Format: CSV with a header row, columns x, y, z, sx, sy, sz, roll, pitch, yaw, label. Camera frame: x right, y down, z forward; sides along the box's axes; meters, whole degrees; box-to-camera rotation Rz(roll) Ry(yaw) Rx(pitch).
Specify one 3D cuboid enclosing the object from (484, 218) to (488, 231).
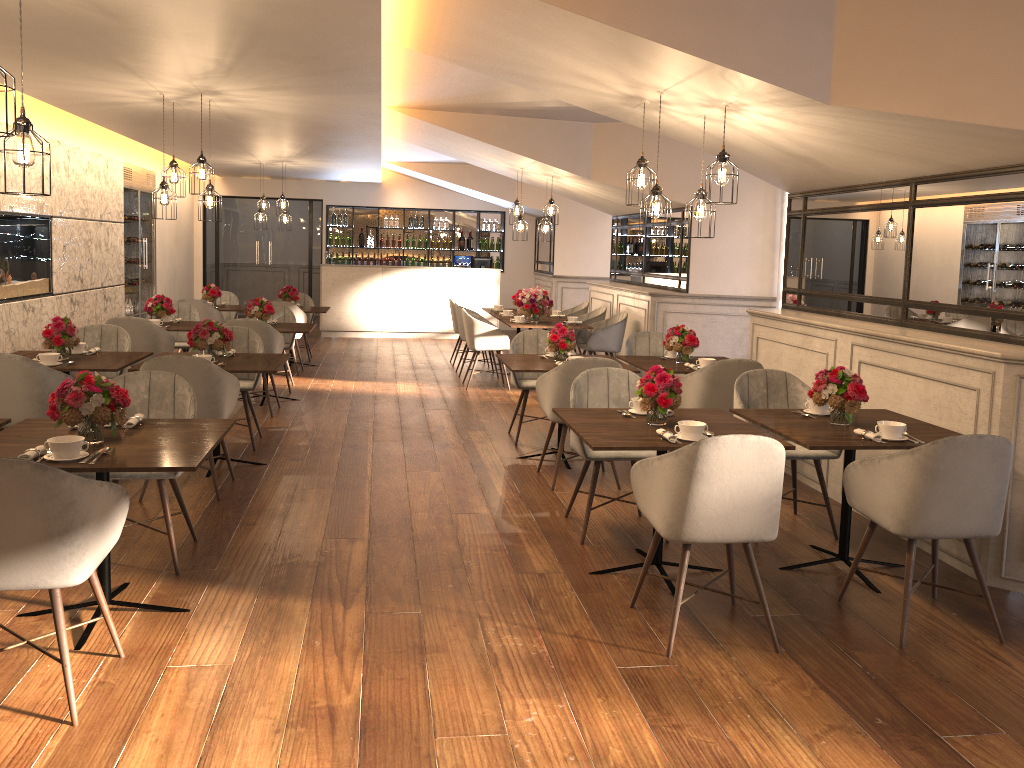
x,y,z,sx,sy,sz,roll,pitch,yaw,label
-0.487,-2.991,16.622,0.070,0.234,0.041,1,6,-9,object

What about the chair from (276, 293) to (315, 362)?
x,y,z,sx,sy,sz,roll,pitch,yaw,label
-2.872,-0.756,11.640,0.565,0.868,0.529,1,6,-8,chair

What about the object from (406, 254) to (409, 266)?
x,y,z,sx,sy,sz,roll,pitch,yaw,label
-1.950,-2.294,16.505,0.065,0.260,0.066,-1,6,-30,object

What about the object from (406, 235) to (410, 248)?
x,y,z,sx,sy,sz,roll,pitch,yaw,label
-1.939,-2.653,16.472,0.065,0.260,0.066,-1,6,-30,object

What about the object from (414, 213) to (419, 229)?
x,y,z,sx,sy,sz,roll,pitch,yaw,label
-1.773,-3.038,16.426,0.075,0.308,0.075,2,6,2,object

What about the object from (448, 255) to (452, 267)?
x,y,z,sx,sy,sz,roll,pitch,yaw,label
-1.162,-2.288,16.623,0.065,0.260,0.066,-1,6,-30,object

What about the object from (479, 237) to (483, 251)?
x,y,z,sx,sy,sz,roll,pitch,yaw,label
-0.577,-2.644,16.674,0.065,0.262,0.066,-1,6,-30,object

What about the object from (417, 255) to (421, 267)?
x,y,z,sx,sy,sz,roll,pitch,yaw,label
-1.731,-2.292,16.538,0.065,0.260,0.066,-1,6,-30,object

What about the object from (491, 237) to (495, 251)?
x,y,z,sx,sy,sz,roll,pitch,yaw,label
-0.358,-2.641,16.707,0.065,0.260,0.066,-1,6,-30,object

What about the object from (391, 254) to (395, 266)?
x,y,z,sx,sy,sz,roll,pitch,yaw,label
-2.208,-2.296,16.467,0.065,0.260,0.066,-1,6,-30,object

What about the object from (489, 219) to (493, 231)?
x,y,z,sx,sy,sz,roll,pitch,yaw,label
-0.387,-2.991,16.636,0.070,0.234,0.041,1,6,-9,object

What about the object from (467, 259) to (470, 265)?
x,y,z,sx,sy,sz,roll,pitch,yaw,label
-0.824,-2.257,16.675,0.065,0.206,0.065,6,7,36,object

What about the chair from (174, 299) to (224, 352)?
x,y,z,sx,sy,sz,roll,pitch,yaw,label
-3.643,-0.559,10.189,0.565,0.868,0.529,1,6,-8,chair

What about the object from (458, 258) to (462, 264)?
x,y,z,sx,sy,sz,roll,pitch,yaw,label
-0.978,-2.258,16.653,0.065,0.206,0.065,6,7,36,object

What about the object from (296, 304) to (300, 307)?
x,y,z,sx,sy,sz,roll,pitch,yaw,label
-2.727,-1.002,11.271,0.056,0.039,0.177,1,9,-8,object

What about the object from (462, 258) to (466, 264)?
x,y,z,sx,sy,sz,roll,pitch,yaw,label
-0.901,-2.258,16.664,0.065,0.206,0.065,6,7,36,object

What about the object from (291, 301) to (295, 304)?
x,y,z,sx,sy,sz,roll,pitch,yaw,label
-2.839,-1.019,11.253,0.148,0.072,0.149,4,8,14,object

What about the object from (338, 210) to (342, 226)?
x,y,z,sx,sy,sz,roll,pitch,yaw,label
-3.154,-3.049,16.221,0.075,0.308,0.075,6,7,34,object

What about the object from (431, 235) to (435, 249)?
x,y,z,sx,sy,sz,roll,pitch,yaw,label
-1.479,-2.649,16.540,0.065,0.260,0.066,-1,6,-30,object

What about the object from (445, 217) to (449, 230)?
x,y,z,sx,sy,sz,roll,pitch,yaw,label
-1.210,-2.997,16.514,0.070,0.234,0.041,1,6,-9,object

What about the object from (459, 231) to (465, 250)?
x,y,z,sx,sy,sz,roll,pitch,yaw,label
-0.932,-2.690,16.594,0.104,0.357,0.104,7,8,43,object

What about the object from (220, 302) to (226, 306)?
x,y,z,sx,sy,sz,roll,pitch,yaw,label
-3.636,-1.008,11.136,0.056,0.039,0.177,1,9,-8,object

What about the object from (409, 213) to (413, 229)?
x,y,z,sx,sy,sz,roll,pitch,yaw,label
-1.876,-3.039,16.411,0.075,0.308,0.075,4,6,24,object

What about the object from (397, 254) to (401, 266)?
x,y,z,sx,sy,sz,roll,pitch,yaw,label
-2.099,-2.295,16.483,0.065,0.260,0.066,-1,6,-30,object

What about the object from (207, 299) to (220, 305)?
x,y,z,sx,sy,sz,roll,pitch,yaw,label
-3.748,-1.026,11.118,0.148,0.072,0.149,4,8,14,object

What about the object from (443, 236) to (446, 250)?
x,y,z,sx,sy,sz,roll,pitch,yaw,label
-1.261,-2.648,16.573,0.065,0.260,0.066,-1,6,-30,object

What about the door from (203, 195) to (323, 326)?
x,y,z,sx,sy,sz,roll,pitch,yaw,label
-4.528,-2.229,16.176,2.106,2.321,0.275,1,6,-8,door

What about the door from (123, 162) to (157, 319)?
x,y,z,sx,sy,sz,roll,pitch,yaw,label
-5.160,-1.768,12.315,0.134,2.455,1.869,1,7,-9,door

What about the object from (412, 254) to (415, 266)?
x,y,z,sx,sy,sz,roll,pitch,yaw,label
-1.840,-2.293,16.522,0.065,0.260,0.066,-1,6,-30,object

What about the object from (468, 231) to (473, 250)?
x,y,z,sx,sy,sz,roll,pitch,yaw,label
-0.776,-2.690,16.614,0.104,0.357,0.104,4,6,19,object

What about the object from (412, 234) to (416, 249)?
x,y,z,sx,sy,sz,roll,pitch,yaw,label
-1.830,-2.653,16.488,0.065,0.262,0.066,-1,6,-30,object

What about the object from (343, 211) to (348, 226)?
x,y,z,sx,sy,sz,roll,pitch,yaw,label
-3.051,-3.048,16.236,0.075,0.308,0.075,6,7,38,object

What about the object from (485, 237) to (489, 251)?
x,y,z,sx,sy,sz,roll,pitch,yaw,label
-0.467,-2.642,16.690,0.065,0.260,0.066,-1,6,-30,object

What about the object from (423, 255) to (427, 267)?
x,y,z,sx,sy,sz,roll,pitch,yaw,label
-1.622,-2.291,16.554,0.065,0.260,0.066,-1,6,-30,object

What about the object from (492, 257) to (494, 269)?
x,y,z,sx,sy,sz,roll,pitch,yaw,label
-0.369,-2.282,16.740,0.065,0.260,0.066,-1,6,-30,object

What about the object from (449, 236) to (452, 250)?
x,y,z,sx,sy,sz,roll,pitch,yaw,label
-1.151,-2.647,16.589,0.065,0.260,0.066,-1,6,-30,object

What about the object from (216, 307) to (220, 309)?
x,y,z,sx,sy,sz,roll,pitch,yaw,label
-3.523,-0.906,10.561,0.043,0.015,0.198,1,9,-5,object

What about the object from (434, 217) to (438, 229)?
x,y,z,sx,sy,sz,roll,pitch,yaw,label
-1.409,-2.998,16.485,0.070,0.234,0.041,1,6,-9,object

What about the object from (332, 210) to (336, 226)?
x,y,z,sx,sy,sz,roll,pitch,yaw,label
-3.258,-3.049,16.206,0.075,0.308,0.075,3,6,17,object

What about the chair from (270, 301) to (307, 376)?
x,y,z,sx,sy,sz,roll,pitch,yaw,label
-2.695,-0.552,10.329,0.565,0.868,0.529,1,6,-8,chair

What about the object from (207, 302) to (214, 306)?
x,y,z,sx,sy,sz,roll,pitch,yaw,label
-3.624,-0.932,10.523,0.148,0.072,0.149,7,10,34,object

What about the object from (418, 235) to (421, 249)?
x,y,z,sx,sy,sz,roll,pitch,yaw,label
-1.720,-2.652,16.504,0.065,0.262,0.066,-1,6,-30,object

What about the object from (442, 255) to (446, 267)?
x,y,z,sx,sy,sz,roll,pitch,yaw,label
-1.271,-2.289,16.606,0.065,0.260,0.066,-1,6,-30,object

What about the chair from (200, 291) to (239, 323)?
x,y,z,sx,sy,sz,roll,pitch,yaw,label
-3.821,-0.763,11.499,0.565,0.868,0.529,1,6,-8,chair

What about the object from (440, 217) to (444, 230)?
x,y,z,sx,sy,sz,roll,pitch,yaw,label
-1.310,-2.997,16.499,0.070,0.234,0.041,1,6,-9,object

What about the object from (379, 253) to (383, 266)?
x,y,z,sx,sy,sz,roll,pitch,yaw,label
-2.427,-2.297,16.435,0.065,0.260,0.066,-1,6,-30,object

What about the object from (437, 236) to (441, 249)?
x,y,z,sx,sy,sz,roll,pitch,yaw,label
-1.370,-2.649,16.556,0.065,0.260,0.066,-1,6,-30,object

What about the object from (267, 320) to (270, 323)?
x,y,z,sx,sy,sz,roll,pitch,yaw,label
-2.477,-0.635,8.792,0.148,0.072,0.149,7,10,34,object

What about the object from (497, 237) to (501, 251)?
x,y,z,sx,sy,sz,roll,pitch,yaw,label
-0.249,-2.640,16.723,0.065,0.260,0.066,-1,6,-30,object

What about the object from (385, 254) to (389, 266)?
x,y,z,sx,sy,sz,roll,pitch,yaw,label
-2.318,-2.297,16.451,0.065,0.260,0.066,-1,6,-30,object

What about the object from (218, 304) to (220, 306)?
x,y,z,sx,sy,sz,roll,pitch,yaw,label
-3.668,-1.000,11.122,0.025,0.024,0.194,1,9,-8,object

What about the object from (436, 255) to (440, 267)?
x,y,z,sx,sy,sz,roll,pitch,yaw,label
-1.381,-2.290,16.590,0.065,0.260,0.066,-1,6,-30,object

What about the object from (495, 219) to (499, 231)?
x,y,z,sx,sy,sz,roll,pitch,yaw,label
-0.288,-2.990,16.651,0.070,0.234,0.041,1,6,-9,object

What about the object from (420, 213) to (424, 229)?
x,y,z,sx,sy,sz,roll,pitch,yaw,label
-1.670,-3.038,16.441,0.075,0.308,0.075,2,6,2,object

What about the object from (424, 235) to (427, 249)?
x,y,z,sx,sy,sz,roll,pitch,yaw,label
-1.611,-2.651,16.520,0.065,0.262,0.066,-1,6,-30,object

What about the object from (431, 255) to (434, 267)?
x,y,z,sx,sy,sz,roll,pitch,yaw,label
-1.490,-2.290,16.574,0.065,0.260,0.066,-1,6,-30,object
